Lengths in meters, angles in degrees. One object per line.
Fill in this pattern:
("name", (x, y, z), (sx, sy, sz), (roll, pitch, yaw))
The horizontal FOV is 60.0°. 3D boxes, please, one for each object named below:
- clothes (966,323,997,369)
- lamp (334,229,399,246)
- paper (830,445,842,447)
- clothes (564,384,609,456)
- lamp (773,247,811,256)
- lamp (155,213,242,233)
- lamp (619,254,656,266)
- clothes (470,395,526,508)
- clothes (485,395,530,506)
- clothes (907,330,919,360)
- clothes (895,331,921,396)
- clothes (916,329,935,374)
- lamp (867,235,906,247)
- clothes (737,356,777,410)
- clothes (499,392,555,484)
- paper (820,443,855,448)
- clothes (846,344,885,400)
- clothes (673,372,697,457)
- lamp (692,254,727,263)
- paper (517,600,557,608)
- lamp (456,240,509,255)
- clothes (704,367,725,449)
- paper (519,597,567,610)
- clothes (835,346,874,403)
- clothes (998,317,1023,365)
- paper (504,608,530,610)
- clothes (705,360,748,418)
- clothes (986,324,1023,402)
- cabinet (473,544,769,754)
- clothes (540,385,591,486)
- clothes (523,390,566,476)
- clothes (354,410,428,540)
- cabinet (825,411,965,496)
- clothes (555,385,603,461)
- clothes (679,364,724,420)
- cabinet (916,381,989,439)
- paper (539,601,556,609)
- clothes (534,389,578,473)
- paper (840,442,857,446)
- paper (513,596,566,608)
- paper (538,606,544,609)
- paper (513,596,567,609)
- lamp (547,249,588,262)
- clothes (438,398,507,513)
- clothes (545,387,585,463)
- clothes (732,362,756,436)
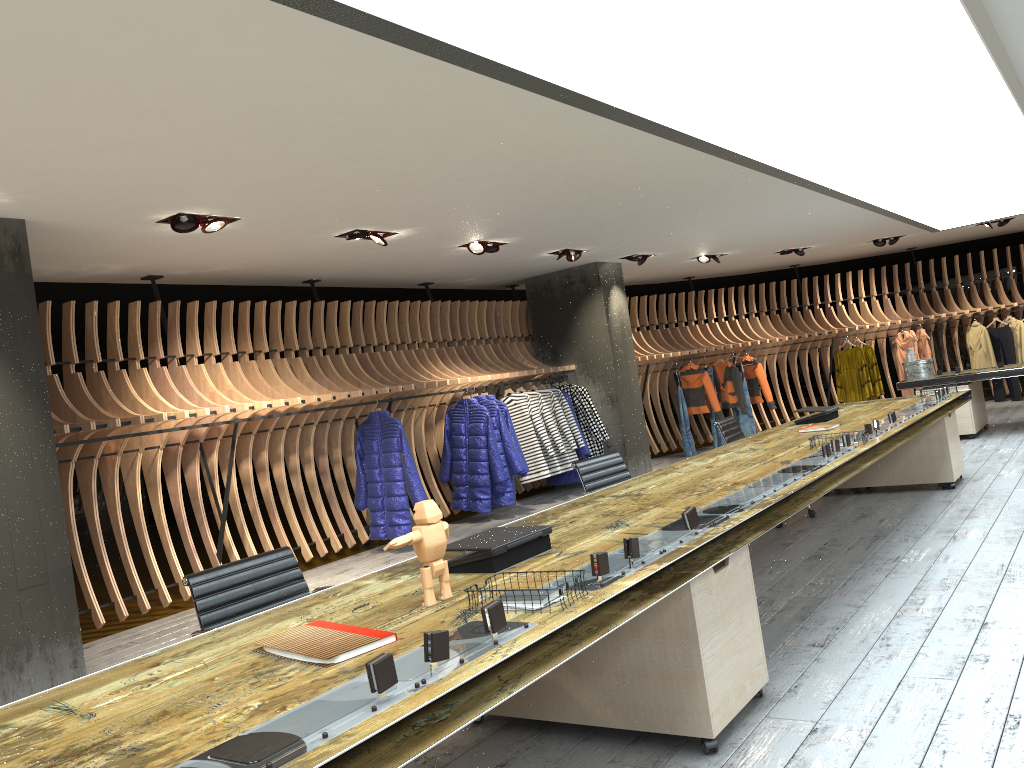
("clothes", (7.585, -0.557, 14.395), (0.250, 0.890, 0.704), (-8, -1, -4))
("lamp", (-1.192, -1.256, 7.248), (0.269, 0.294, 0.493), (-9, -1, 35))
("paper", (1.873, 0.348, 5.083), (0.176, 0.004, 0.130), (-9, -1, 40))
("clothes", (0.862, 0.571, 11.131), (0.798, 1.186, 0.192), (-9, -2, 35))
("lamp", (4.097, -1.995, 12.980), (0.493, 0.293, 0.269), (-8, -1, -23))
("lamp", (-2.097, -1.133, 5.939), (0.269, 0.292, 0.493), (-9, -1, 35))
("lamp", (1.571, -1.635, 11.139), (0.269, 0.292, 0.493), (-9, -1, 41))
("clothes", (-0.289, 0.742, 9.614), (0.882, 1.246, 0.249), (-9, -2, 32))
("clothes", (-0.251, 0.740, 9.805), (0.884, 1.239, 0.246), (-9, -2, 32))
("clothes", (6.601, -0.311, 14.507), (0.125, 1.156, 0.447), (-9, -1, 5))
("clothes", (6.485, -0.294, 14.508), (0.125, 1.156, 0.446), (-8, -1, -20))
("clothes", (6.763, -0.336, 14.495), (0.125, 1.156, 0.447), (-8, -1, 0))
("lamp", (5.630, -2.218, 13.337), (0.493, 0.297, 0.269), (-8, -1, -5))
("clothes", (3.767, -0.010, 13.977), (0.201, 0.881, 0.838), (-8, -1, -25))
("clothes", (0.150, 0.613, 10.128), (0.751, 1.062, 0.128), (-9, -2, 33))
("paper", (1.874, 0.350, 5.083), (0.176, 0.004, 0.130), (-9, -1, 39))
("clothes", (5.722, -0.116, 14.457), (0.168, 1.045, 0.664), (-8, -1, -24))
("clothes", (2.582, 0.517, 13.220), (0.200, 1.422, 0.309), (-9, -1, 12))
("lamp", (2.712, -1.793, 12.231), (0.493, 0.296, 0.269), (-8, -1, -36))
("paper", (0.044, 0.598, 2.442), (0.176, 0.004, 0.130), (-9, -1, 40))
("lamp", (-0.287, -1.384, 8.557), (0.269, 0.286, 0.493), (-9, -1, 35))
("clothes", (3.075, 0.446, 13.545), (0.200, 1.422, 0.309), (-9, -2, 27))
("paper", (0.044, 0.600, 2.442), (0.176, 0.004, 0.130), (-9, -1, 44))
("clothes", (5.544, -0.090, 14.428), (0.168, 1.045, 0.664), (-8, -1, -24))
("clothes", (8.097, -0.634, 14.289), (0.250, 0.890, 0.704), (-8, -1, -14))
("paper", (0.031, 0.604, 2.447), (0.176, 0.003, 0.130), (-9, -1, 33))
("clothes", (3.277, 0.063, 13.681), (0.201, 0.881, 0.838), (-7, -1, -35))
("clothes", (7.936, -0.280, 14.319), (0.087, 1.353, 0.538), (-8, -1, -21))
("cabinet", (0.358, 1.007, 3.589), (1.130, 0.630, 0.594), (-9, -1, 35))
("clothes", (0.557, 0.629, 10.924), (0.884, 1.239, 0.246), (-9, -2, 32))
("clothes", (0.284, 0.595, 10.321), (0.751, 1.062, 0.128), (-9, -2, 33))
("clothes", (-1.223, 0.873, 8.400), (0.884, 1.239, 0.246), (-9, -2, 32))
("cabinet", (3.312, 0.604, 7.864), (1.130, 0.630, 0.594), (-9, -1, 35))
("clothes", (0.762, 0.585, 10.971), (0.806, 1.188, 0.192), (-9, -2, 35))
("clothes", (2.771, 0.134, 13.438), (0.201, 0.881, 0.838), (-7, -2, -40))
("cabinet", (5.416, 0.317, 10.900), (0.593, 0.630, 1.132), (-9, -1, 35))
("paper", (0.044, 0.600, 2.442), (0.176, 0.004, 0.130), (-9, -1, 37))
("clothes", (0.433, 0.574, 10.537), (0.751, 1.062, 0.128), (-9, -2, 33))
("paper", (1.873, 0.348, 5.083), (0.176, 0.004, 0.130), (-9, -1, 41))
("paper", (0.044, 0.597, 2.443), (0.176, 0.004, 0.130), (-9, -1, 41))
("paper", (0.044, 0.599, 2.442), (0.176, 0.004, 0.130), (-9, -1, 39))
("paper", (0.044, 0.598, 2.442), (0.176, 0.004, 0.130), (-9, -1, 42))
("lamp", (0.619, -1.504, 9.866), (0.269, 0.292, 0.493), (-9, -1, 35))
("clothes", (-0.495, 0.781, 9.588), (0.879, 1.261, 0.242), (-9, -2, 32))
("clothes", (0.534, 0.560, 10.683), (0.751, 1.062, 0.128), (-9, -2, 33))
("clothes", (3.587, 0.372, 13.841), (0.309, 1.422, 0.200), (-9, -1, 7))
